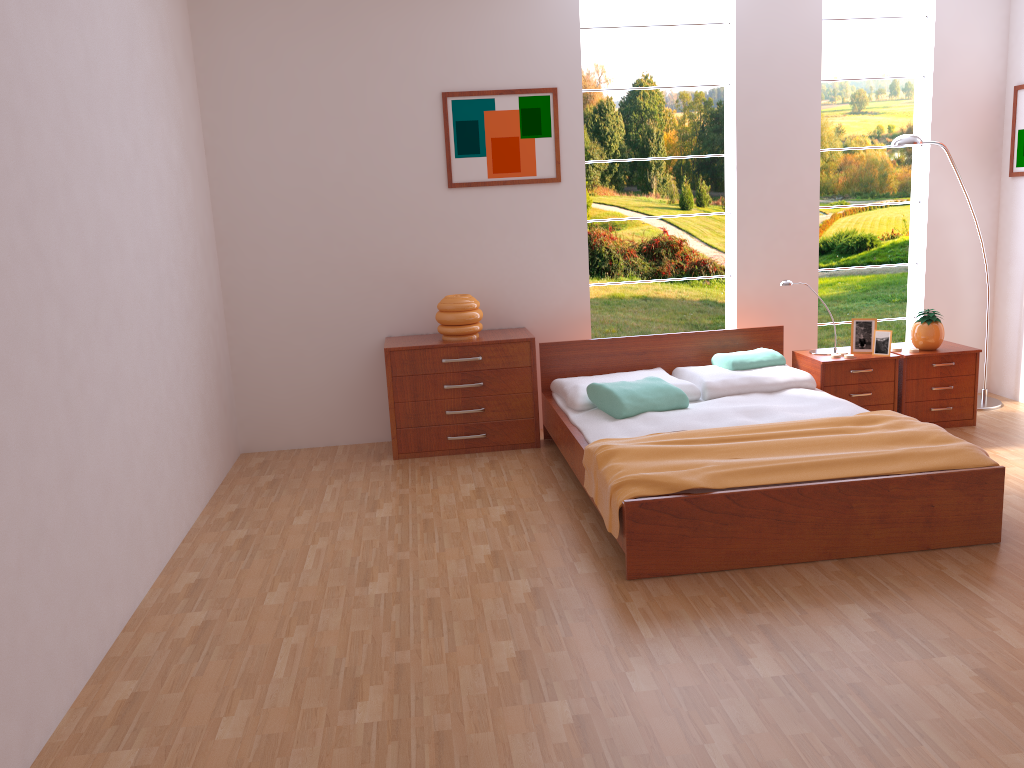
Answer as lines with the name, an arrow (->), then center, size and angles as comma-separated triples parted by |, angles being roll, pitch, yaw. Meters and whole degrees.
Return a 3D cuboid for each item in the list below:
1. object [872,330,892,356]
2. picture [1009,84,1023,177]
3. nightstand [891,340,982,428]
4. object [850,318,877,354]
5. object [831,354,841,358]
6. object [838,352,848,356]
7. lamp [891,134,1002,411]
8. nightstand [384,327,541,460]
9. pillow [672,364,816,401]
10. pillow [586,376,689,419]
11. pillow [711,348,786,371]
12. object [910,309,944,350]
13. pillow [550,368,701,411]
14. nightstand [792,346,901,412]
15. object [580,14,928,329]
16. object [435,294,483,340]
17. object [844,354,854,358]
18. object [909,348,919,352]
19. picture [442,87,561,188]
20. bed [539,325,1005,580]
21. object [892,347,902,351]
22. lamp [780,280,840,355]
object -> 1.990, -0.221, 4.768 | 0.094, 0.137, 0.027 | 6, 15, 38
picture -> 2.988, -1.420, 4.903 | 0.030, 0.517, 0.645 | -4, 12, -6
nightstand -> 2.311, 0.011, 4.993 | 0.439, 0.442, 0.377 | -4, 12, -6
object -> 1.928, -0.263, 4.861 | 0.131, 0.191, 0.037 | 2, 13, 23
object -> 1.755, -0.151, 4.803 | 0.049, 0.018, 0.049 | -7, 12, -19
object -> 1.811, -0.164, 4.852 | 0.049, 0.018, 0.049 | -7, 12, -19
lamp -> 2.541, -0.624, 5.114 | 0.799, 1.603, 0.387 | -11, 14, -32
nightstand -> -0.283, 0.047, 5.011 | 0.815, 0.626, 0.428 | -4, 12, -6
pillow -> 1.255, -0.020, 4.828 | 0.630, 0.182, 0.574 | -5, 12, -8
pillow -> 0.621, 0.063, 4.391 | 0.425, 0.164, 0.334 | -10, 13, -29
pillow -> 1.298, -0.125, 4.887 | 0.322, 0.116, 0.276 | -5, 12, -9
object -> 2.283, -0.300, 4.872 | 0.169, 0.223, 0.170 | -9, 13, -26
pillow -> 0.581, 0.036, 4.738 | 0.682, 0.157, 0.574 | -6, 12, -12
nightstand -> 1.850, 0.046, 4.945 | 0.439, 0.442, 0.377 | -4, 12, -6
object -> 1.492, -1.212, 5.285 | 2.205, 1.815, 0.033 | -4, 12, -6
object -> -0.292, -0.372, 4.924 | 0.264, 0.244, 0.264 | -1, 12, 11
object -> 1.813, -0.147, 4.770 | 0.049, 0.018, 0.049 | -7, 12, -19
object -> 2.192, -0.182, 4.835 | 0.049, 0.018, 0.049 | -7, 12, -19
picture -> -0.055, -1.380, 4.979 | 0.645, 0.517, 0.030 | -4, 12, -6
bed -> 1.061, 0.175, 4.158 | 1.632, 0.560, 1.990 | -4, 12, -6
object -> 2.125, -0.190, 4.894 | 0.049, 0.018, 0.049 | -7, 12, -19
lamp -> 1.651, -0.371, 4.883 | 0.337, 0.421, 0.163 | -7, 12, -18
